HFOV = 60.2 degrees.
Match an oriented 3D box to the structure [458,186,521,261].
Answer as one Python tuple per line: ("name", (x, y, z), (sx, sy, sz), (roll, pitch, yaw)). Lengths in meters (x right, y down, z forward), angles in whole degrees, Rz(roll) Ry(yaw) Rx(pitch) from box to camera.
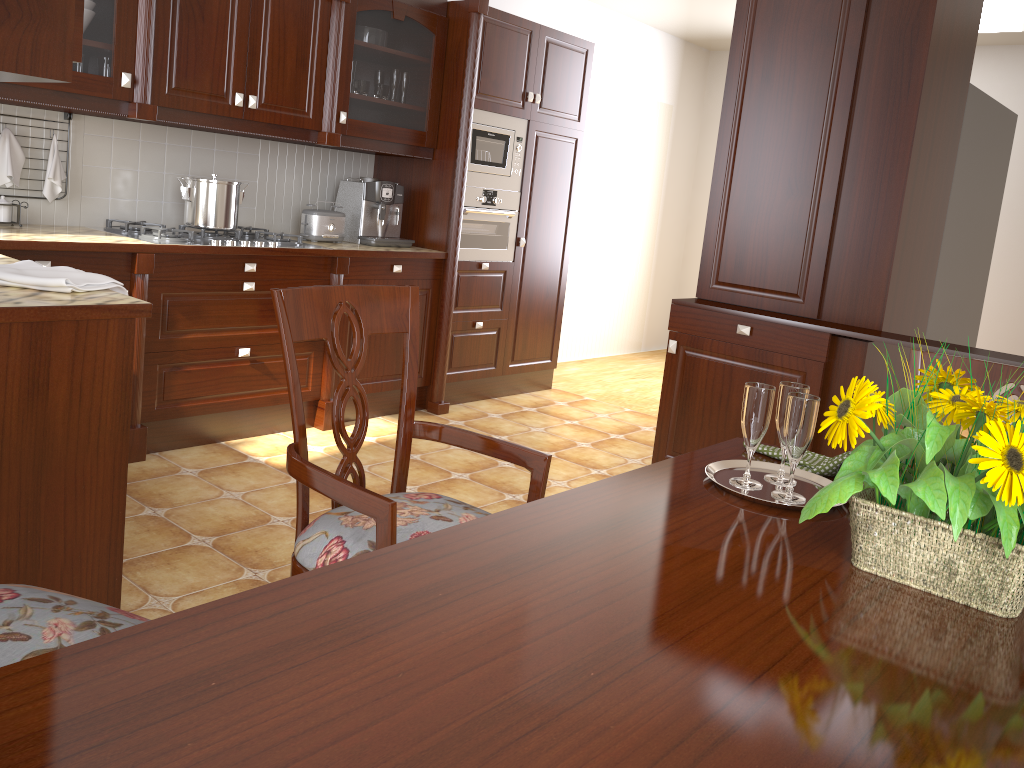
("structure", (-0.129, -0.826, 4.597), (0.041, 0.371, 0.496), (13, 12, 38))

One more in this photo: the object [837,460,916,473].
("object", (0.561, 0.131, 1.358), (0.146, 0.046, 0.047), (-3, 13, -37))

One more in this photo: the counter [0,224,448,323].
("counter", (-0.977, -0.434, 3.098), (1.841, 0.032, 2.793), (16, 15, 38))

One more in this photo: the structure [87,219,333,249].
("structure", (-1.247, -0.628, 3.698), (0.596, 0.046, 0.819), (16, 15, 38))

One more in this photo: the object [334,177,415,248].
("object", (-0.672, -0.852, 4.366), (0.326, 0.318, 0.275), (14, 13, 39))

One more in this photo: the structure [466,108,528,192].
("structure", (-0.207, -1.231, 4.645), (0.319, 0.381, 0.496), (14, 13, 38))

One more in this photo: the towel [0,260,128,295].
("towel", (-1.083, -0.232, 2.073), (0.330, 0.096, 0.348), (7, 12, 2))

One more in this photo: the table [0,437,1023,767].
("table", (0.141, 0.519, 0.761), (0.741, 0.551, 1.684), (15, 14, 38))

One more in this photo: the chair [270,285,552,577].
("chair", (-0.173, 0.234, 1.502), (0.463, 0.737, 0.406), (13, 11, 36))

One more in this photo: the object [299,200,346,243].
("object", (-0.881, -0.761, 4.149), (0.142, 0.186, 0.244), (14, 13, 39))

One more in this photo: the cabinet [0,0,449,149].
("cabinet", (-0.732, -1.216, 2.857), (1.381, 0.770, 2.791), (15, 15, 38))

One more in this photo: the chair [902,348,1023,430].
("chair", (0.677, 0.355, 1.375), (0.408, 0.737, 0.460), (14, 11, 39))

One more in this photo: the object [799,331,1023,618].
("object", (0.522, 0.092, 0.993), (0.320, 0.333, 0.300), (12, 11, 31))

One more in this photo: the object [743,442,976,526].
("object", (0.576, 0.139, 1.314), (0.166, 0.056, 0.534), (-2, 15, -36))
